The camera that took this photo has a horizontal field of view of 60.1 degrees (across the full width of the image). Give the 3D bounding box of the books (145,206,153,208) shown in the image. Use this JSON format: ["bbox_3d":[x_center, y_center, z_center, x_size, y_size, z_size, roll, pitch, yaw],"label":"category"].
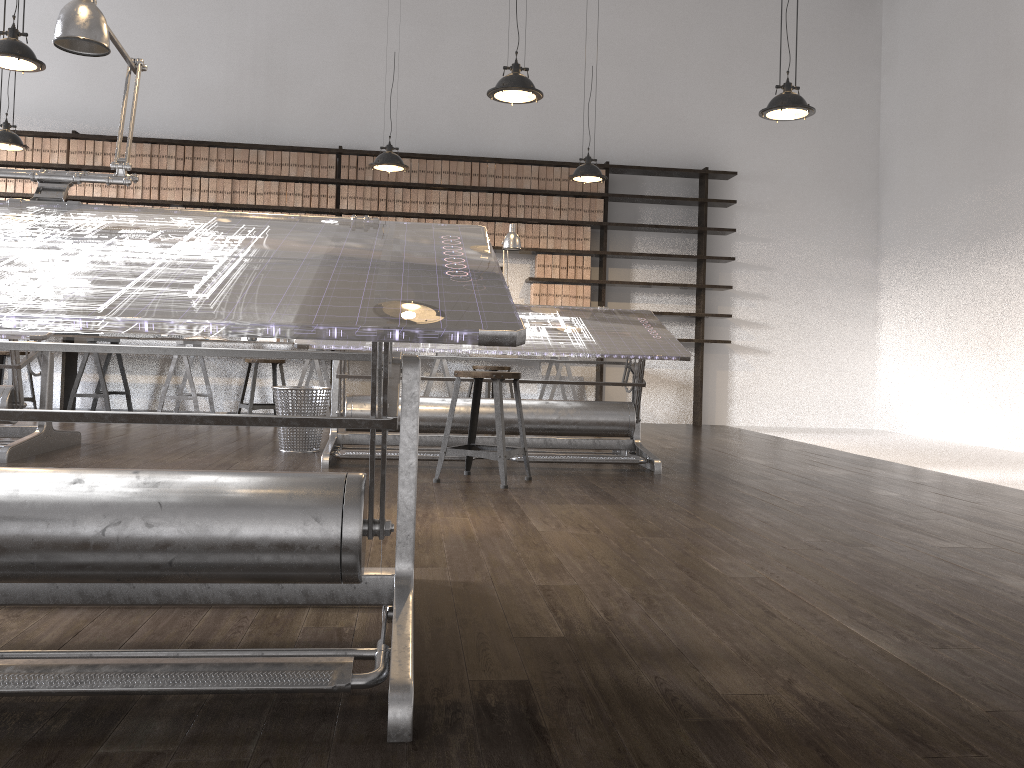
[{"bbox_3d":[-3.231,-1.468,7.924,0.067,0.226,0.174,2,0,-7],"label":"books"}]

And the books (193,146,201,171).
[{"bbox_3d":[-2.819,-2.010,7.988,0.066,0.226,0.174,2,0,-7],"label":"books"}]

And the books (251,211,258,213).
[{"bbox_3d":[-2.325,-1.442,8.028,0.067,0.226,0.174,2,0,-7],"label":"books"}]

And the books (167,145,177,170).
[{"bbox_3d":[-3.037,-2.016,7.958,0.066,0.226,0.174,2,0,-7],"label":"books"}]

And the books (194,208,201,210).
[{"bbox_3d":[-2.816,-1.457,7.975,0.066,0.226,0.174,2,0,-7],"label":"books"}]

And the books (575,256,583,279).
[{"bbox_3d":[0.618,-1.088,8.368,0.066,0.226,0.174,2,0,-7],"label":"books"}]

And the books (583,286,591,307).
[{"bbox_3d":[0.692,-0.810,8.369,0.066,0.226,0.174,2,0,-7],"label":"books"}]

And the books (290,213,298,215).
[{"bbox_3d":[-1.986,-1.433,8.074,0.066,0.226,0.174,2,0,-7],"label":"books"}]

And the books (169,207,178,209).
[{"bbox_3d":[-3.023,-1.462,7.950,0.066,0.226,0.174,2,0,-7],"label":"books"}]

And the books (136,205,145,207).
[{"bbox_3d":[-3.303,-1.470,7.918,0.066,0.226,0.174,2,0,-7],"label":"books"}]

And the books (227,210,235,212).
[{"bbox_3d":[-2.532,-1.448,8.005,0.066,0.226,0.174,2,0,-7],"label":"books"}]

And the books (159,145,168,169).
[{"bbox_3d":[-3.108,-2.018,7.954,0.066,0.226,0.174,2,0,-7],"label":"books"}]

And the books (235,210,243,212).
[{"bbox_3d":[-2.463,-1.447,8.018,0.066,0.226,0.174,2,0,-7],"label":"books"}]

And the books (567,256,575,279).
[{"bbox_3d":[0.545,-1.090,8.354,0.067,0.226,0.174,2,0,-7],"label":"books"}]

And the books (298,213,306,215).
[{"bbox_3d":[-1.916,-1.431,8.078,0.066,0.226,0.174,2,0,-7],"label":"books"}]

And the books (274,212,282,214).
[{"bbox_3d":[-2.124,-1.437,8.052,0.067,0.226,0.174,2,0,-7],"label":"books"}]

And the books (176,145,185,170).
[{"bbox_3d":[-2.967,-2.014,7.971,0.066,0.226,0.174,2,0,-7],"label":"books"}]

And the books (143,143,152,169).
[{"bbox_3d":[-3.245,-2.021,7.933,0.067,0.226,0.174,2,0,-7],"label":"books"}]

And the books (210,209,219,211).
[{"bbox_3d":[-2.677,-1.453,7.988,0.067,0.226,0.174,2,0,-7],"label":"books"}]

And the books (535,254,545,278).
[{"bbox_3d":[0.259,-1.098,8.326,0.066,0.226,0.174,2,0,-7],"label":"books"}]

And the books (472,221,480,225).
[{"bbox_3d":[-0.344,-1.393,8.259,0.066,0.226,0.174,2,0,-7],"label":"books"}]

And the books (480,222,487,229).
[{"bbox_3d":[-0.275,-1.391,8.271,0.066,0.226,0.174,2,0,-7],"label":"books"}]

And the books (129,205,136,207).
[{"bbox_3d":[-3.366,-1.472,7.912,0.066,0.226,0.174,2,0,-7],"label":"books"}]

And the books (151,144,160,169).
[{"bbox_3d":[-3.178,-2.020,7.946,0.066,0.226,0.174,2,0,-7],"label":"books"}]

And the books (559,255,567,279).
[{"bbox_3d":[0.470,-1.092,8.351,0.066,0.226,0.174,2,0,-7],"label":"books"}]

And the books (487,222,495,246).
[{"bbox_3d":[-0.205,-1.389,8.277,0.066,0.226,0.174,2,0,-7],"label":"books"}]

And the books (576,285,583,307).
[{"bbox_3d":[0.622,-0.812,8.360,0.066,0.226,0.174,2,0,-7],"label":"books"}]

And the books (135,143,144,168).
[{"bbox_3d":[-3.311,-2.024,7.930,0.066,0.226,0.174,2,0,-7],"label":"books"}]

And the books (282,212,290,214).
[{"bbox_3d":[-2.055,-1.435,8.064,0.066,0.226,0.174,2,0,-7],"label":"books"}]

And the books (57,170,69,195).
[{"bbox_3d":[-3.965,-1.764,7.845,0.067,0.226,0.174,2,0,-7],"label":"books"}]

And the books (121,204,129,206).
[{"bbox_3d":[-3.431,-1.474,7.900,0.067,0.226,0.174,2,0,-7],"label":"books"}]

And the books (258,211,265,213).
[{"bbox_3d":[-2.259,-1.441,8.040,0.066,0.226,0.174,2,0,-7],"label":"books"}]

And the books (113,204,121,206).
[{"bbox_3d":[-3.499,-1.476,7.898,0.066,0.226,0.174,2,0,-7],"label":"books"}]

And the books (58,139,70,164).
[{"bbox_3d":[-3.948,-2.041,7.851,0.066,0.226,0.174,2,0,-7],"label":"books"}]

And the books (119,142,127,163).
[{"bbox_3d":[-3.445,-2.027,7.911,0.067,0.226,0.174,2,0,-7],"label":"books"}]

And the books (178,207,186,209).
[{"bbox_3d":[-2.950,-1.460,7.955,0.066,0.226,0.174,2,0,-7],"label":"books"}]

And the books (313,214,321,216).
[{"bbox_3d":[-1.778,-1.427,8.090,0.067,0.226,0.174,2,0,-7],"label":"books"}]

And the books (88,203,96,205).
[{"bbox_3d":[-3.710,-1.482,7.874,0.066,0.226,0.174,2,0,-7],"label":"books"}]

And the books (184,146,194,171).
[{"bbox_3d":[-2.892,-2.012,7.974,0.067,0.226,0.174,2,0,-7],"label":"books"}]

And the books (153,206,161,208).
[{"bbox_3d":[-3.162,-1.466,7.936,0.066,0.226,0.174,2,0,-7],"label":"books"}]

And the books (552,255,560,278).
[{"bbox_3d":[0.400,-1.094,8.338,0.066,0.226,0.174,2,0,-7],"label":"books"}]

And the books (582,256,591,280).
[{"bbox_3d":[0.694,-1.086,8.374,0.066,0.226,0.174,2,0,-7],"label":"books"}]

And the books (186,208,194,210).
[{"bbox_3d":[-2.879,-1.458,7.963,0.067,0.226,0.174,2,0,-7],"label":"books"}]

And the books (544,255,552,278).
[{"bbox_3d":[0.330,-1.096,8.334,0.066,0.226,0.174,2,0,-7],"label":"books"}]

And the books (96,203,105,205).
[{"bbox_3d":[-3.639,-1.480,7.878,0.066,0.226,0.174,2,0,-7],"label":"books"}]

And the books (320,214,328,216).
[{"bbox_3d":[-1.715,-1.425,8.102,0.066,0.226,0.174,2,0,-7],"label":"books"}]

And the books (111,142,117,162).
[{"bbox_3d":[-3.516,-2.029,7.907,0.066,0.226,0.174,2,0,-7],"label":"books"}]

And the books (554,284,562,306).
[{"bbox_3d":[0.422,-0.818,8.336,0.066,0.226,0.174,2,0,-7],"label":"books"}]

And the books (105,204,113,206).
[{"bbox_3d":[-3.570,-1.478,7.890,0.066,0.226,0.174,2,0,-7],"label":"books"}]
